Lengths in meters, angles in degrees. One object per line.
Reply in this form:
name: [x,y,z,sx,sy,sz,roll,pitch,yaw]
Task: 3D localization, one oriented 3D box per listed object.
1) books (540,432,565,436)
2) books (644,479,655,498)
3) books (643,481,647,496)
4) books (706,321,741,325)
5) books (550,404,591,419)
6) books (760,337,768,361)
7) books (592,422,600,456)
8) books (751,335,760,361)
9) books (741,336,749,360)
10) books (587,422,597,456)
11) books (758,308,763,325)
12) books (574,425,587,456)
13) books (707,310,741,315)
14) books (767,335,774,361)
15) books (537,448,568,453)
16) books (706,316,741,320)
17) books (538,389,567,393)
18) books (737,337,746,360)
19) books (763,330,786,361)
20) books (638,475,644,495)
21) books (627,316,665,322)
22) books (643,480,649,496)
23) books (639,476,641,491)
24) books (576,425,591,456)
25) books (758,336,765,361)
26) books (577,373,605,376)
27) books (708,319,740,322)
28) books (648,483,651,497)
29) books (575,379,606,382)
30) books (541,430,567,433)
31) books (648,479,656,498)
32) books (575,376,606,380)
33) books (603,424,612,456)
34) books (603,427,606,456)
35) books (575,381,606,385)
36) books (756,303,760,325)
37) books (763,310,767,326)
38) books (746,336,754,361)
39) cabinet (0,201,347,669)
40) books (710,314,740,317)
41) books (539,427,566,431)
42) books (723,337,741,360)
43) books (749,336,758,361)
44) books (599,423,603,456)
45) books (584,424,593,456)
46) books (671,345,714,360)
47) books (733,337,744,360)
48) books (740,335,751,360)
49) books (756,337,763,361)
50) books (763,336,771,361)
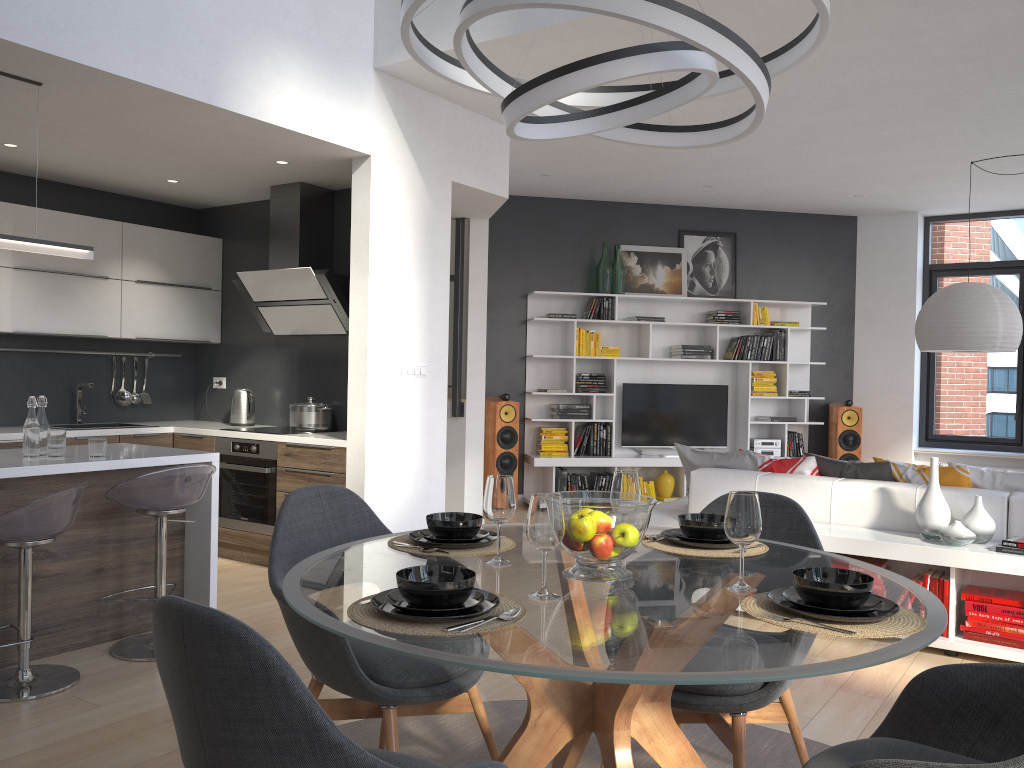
books: [0.394,0.480,8.543,0.238,0.023,0.167,1,1,5]
books: [1.332,1.026,8.569,0.067,0.193,0.148,1,1,-10]
books: [1.267,1.027,8.561,0.056,0.188,0.138,1,1,-11]
books: [2.109,-0.602,8.839,0.284,0.030,0.214,1,1,-8]
books: [0.562,0.266,8.568,0.343,0.137,0.277,1,1,-11]
books: [2.483,-0.350,8.885,0.071,0.243,0.179,1,1,-12]
books: [0.806,0.528,8.604,0.026,0.326,0.237,1,1,-11]
books: [2.411,-0.359,8.886,0.066,0.260,0.197,1,1,-11]
books: [2.297,-0.351,8.838,0.069,0.242,0.172,1,1,-10]
books: [0.774,0.533,8.594,0.034,0.314,0.237,1,1,-11]
books: [2.452,-0.669,8.848,0.054,0.180,0.132,1,1,-11]
books: [0.626,0.545,8.577,0.142,0.284,0.232,1,1,-11]
books: [2.112,-0.707,8.846,0.266,0.030,0.209,1,1,-18]
books: [2.552,-0.356,8.910,0.066,0.260,0.197,1,1,-11]
books: [0.388,0.641,8.527,0.269,0.025,0.213,1,1,-8]
books: [2.107,-0.653,8.862,0.284,0.030,0.214,1,1,-8]
books: [0.387,0.064,8.498,0.209,0.030,0.266,1,1,-18]
books: [2.261,-0.349,8.844,0.081,0.233,0.169,1,1,-12]
books: [2.642,-0.380,8.956,0.128,0.321,0.259,1,1,-11]
books: [1.231,1.002,8.577,0.056,0.235,0.172,1,1,-12]
books: [1.306,-0.627,8.678,0.310,0.047,0.250,1,1,-16]
books: [1.289,1.028,8.558,0.046,0.187,0.134,1,1,-11]
books: [1.202,1.001,8.562,0.043,0.235,0.171,1,1,-13]
books: [0.680,0.543,8.569,0.100,0.289,0.210,1,1,-12]
books: [2.455,-0.355,8.892,0.075,0.254,0.192,1,1,-12]
books: [0.762,-0.088,8.572,0.246,0.026,0.180,1,1,-4]
books: [2.108,-0.627,8.842,0.264,0.020,0.189,1,1,-13]
books: [1.310,1.038,8.549,0.049,0.169,0.113,1,1,-12]
books: [0.754,-0.035,8.579,0.264,0.020,0.189,1,1,-8]
books: [0.403,0.456,8.541,0.234,0.024,0.171,1,1,-7]
books: [1.354,1.025,8.582,0.046,0.193,0.149,1,1,-10]
books: [0.755,-0.061,8.599,0.284,0.030,0.214,1,1,-3]
books: [0.908,0.545,8.618,0.051,0.297,0.230,1,1,-11]
books: [0.869,0.555,8.609,0.028,0.272,0.200,1,1,-11]
books: [0.755,-0.010,8.576,0.284,0.030,0.214,1,1,-3]
books: [2.418,-0.692,8.863,0.054,0.224,0.164,1,1,-12]
books: [2.494,-0.658,8.837,0.046,0.161,0.108,1,1,-12]
books: [2.342,-0.351,8.867,0.068,0.243,0.179,1,1,-12]
cabinet: [-2.806,-0.100,4.329,2.402,2.501,4.694,2,1,34]
books: [2.116,-0.680,8.836,0.246,0.026,0.180,1,1,-9]
books: [0.389,0.431,8.562,0.234,0.024,0.171,1,1,-7]
books: [2.195,-0.350,8.840,0.104,0.234,0.182,1,1,-11]
books: [2.378,-0.355,8.878,0.084,0.249,0.191,1,1,-11]
books: [0.835,0.535,8.609,0.034,0.315,0.239,1,1,-11]
books: [0.744,0.541,8.583,0.028,0.301,0.213,1,1,-11]
books: [1.782,-0.311,8.794,0.343,0.137,0.277,1,1,-16]
books: [2.227,-0.349,8.851,0.096,0.234,0.187,1,1,-11]
books: [2.315,-0.358,8.868,0.075,0.254,0.192,1,1,-12]
books: [2.438,-0.348,8.862,0.069,0.242,0.172,1,1,-10]
books: [2.519,-0.352,8.903,0.084,0.249,0.191,1,1,-11]
